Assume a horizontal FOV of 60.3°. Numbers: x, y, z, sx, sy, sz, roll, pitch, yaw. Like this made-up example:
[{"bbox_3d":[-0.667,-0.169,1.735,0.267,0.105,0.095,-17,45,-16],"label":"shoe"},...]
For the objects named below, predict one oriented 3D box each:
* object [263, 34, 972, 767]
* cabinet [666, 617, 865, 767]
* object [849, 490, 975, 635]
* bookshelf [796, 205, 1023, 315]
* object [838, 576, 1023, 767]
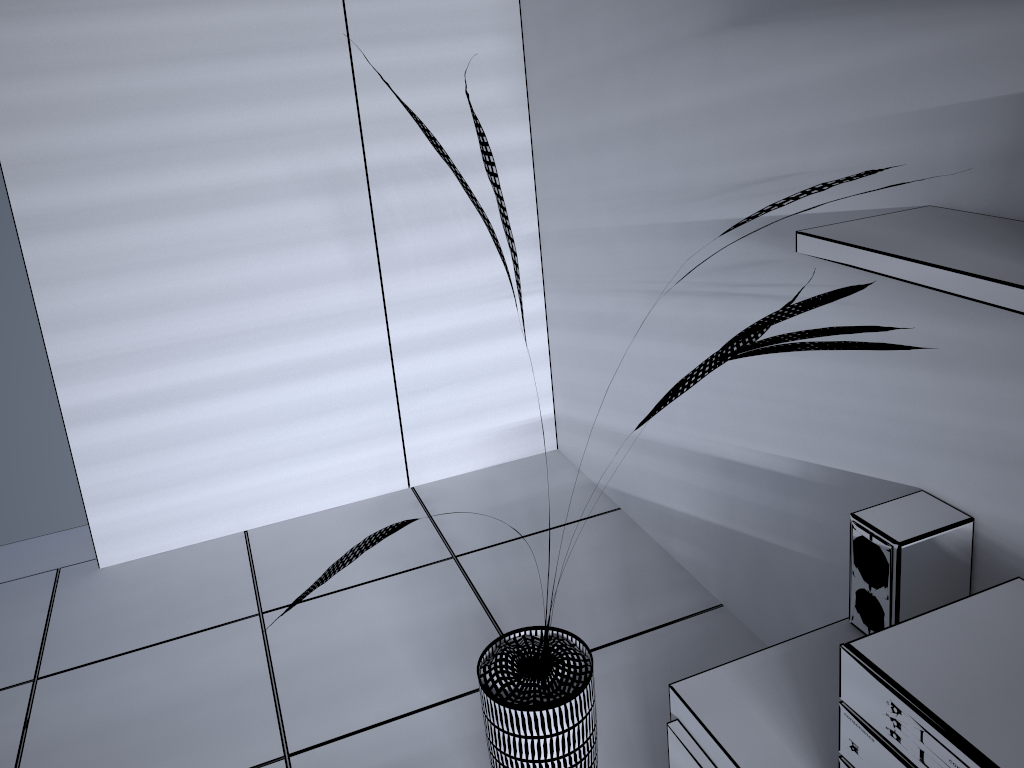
[{"bbox_3d":[0.122,0.181,1.525,1.174,1.538,0.258,-2,16,12],"label":"object"},{"bbox_3d":[0.947,1.038,0.658,0.577,0.436,2.329,-12,22,-18],"label":"cabinet"},{"bbox_3d":[0.717,0.342,1.596,0.178,0.224,0.122,-12,18,-19],"label":"object"},{"bbox_3d":[1.074,-0.004,0.139,0.330,1.213,2.891,-11,21,-18],"label":"bookshelf"},{"bbox_3d":[0.679,0.514,1.089,0.349,0.261,0.441,-12,21,-18],"label":"object"}]
